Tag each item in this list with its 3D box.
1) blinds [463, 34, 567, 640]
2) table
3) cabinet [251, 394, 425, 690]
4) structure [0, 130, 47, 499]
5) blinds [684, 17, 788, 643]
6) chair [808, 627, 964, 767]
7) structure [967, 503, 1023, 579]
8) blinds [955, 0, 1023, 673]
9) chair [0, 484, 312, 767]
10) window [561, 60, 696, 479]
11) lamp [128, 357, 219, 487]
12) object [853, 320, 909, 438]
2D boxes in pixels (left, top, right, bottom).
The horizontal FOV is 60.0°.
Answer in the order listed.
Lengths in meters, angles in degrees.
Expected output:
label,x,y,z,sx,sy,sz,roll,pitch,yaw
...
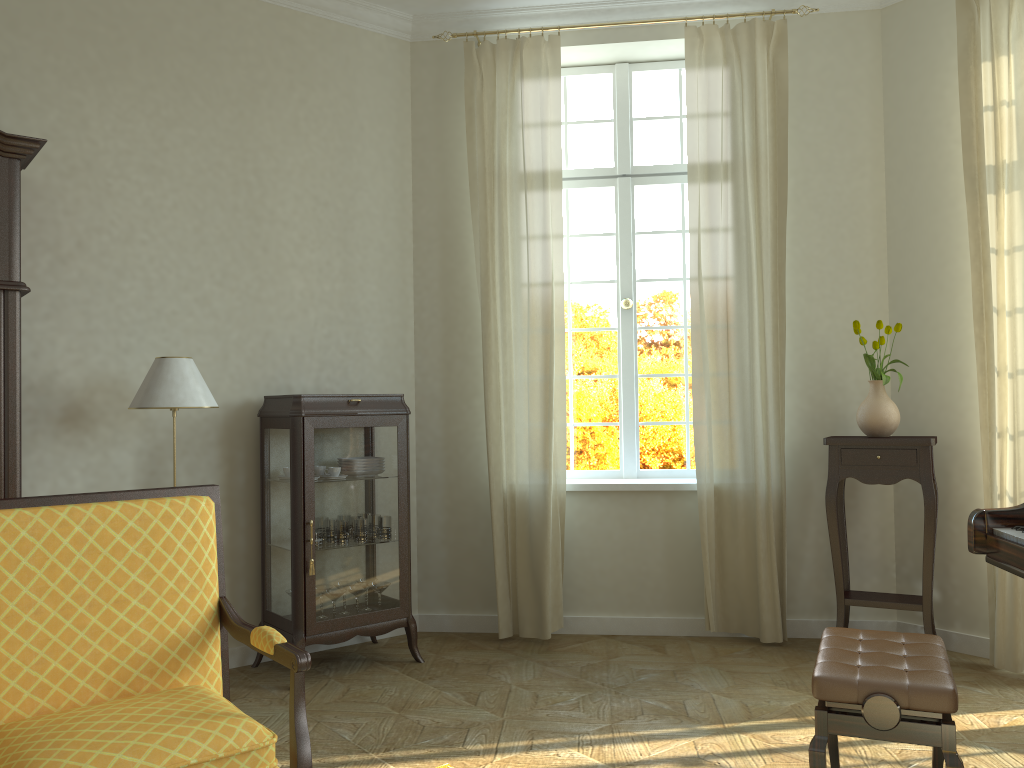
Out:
label,x,y,z,sx,sy,sz,roll,pitch,yaw
blinds,0.021,-0.280,4.970,0.554,3.385,0.162,-1,-1,13
table,1.915,0.832,4.577,0.522,1.114,0.344,-2,-2,27
cabinet,-0.901,0.749,4.560,0.733,1.386,0.542,0,-2,-38
structure,-2.282,0.206,3.514,0.715,2.458,0.521,0,-2,-38
blinds,1.260,-0.301,4.861,0.552,3.381,0.159,-1,-1,10
chair,1.106,1.077,2.637,0.385,0.563,0.638,-2,-2,22
structure,2.479,0.610,2.359,1.856,1.439,1.514,-1,-1,7
blinds,2.440,-0.334,4.201,0.159,3.386,0.552,0,-2,-41
chair,-1.210,0.835,2.013,1.389,1.083,0.680,0,-2,-38
window,0.692,-0.693,5.385,1.400,2.550,0.181,-1,-1,7
lamp,-1.500,0.657,3.947,0.380,1.552,0.381,0,-2,-33
object,1.898,-0.029,4.598,0.264,0.609,0.242,-1,-1,-13
